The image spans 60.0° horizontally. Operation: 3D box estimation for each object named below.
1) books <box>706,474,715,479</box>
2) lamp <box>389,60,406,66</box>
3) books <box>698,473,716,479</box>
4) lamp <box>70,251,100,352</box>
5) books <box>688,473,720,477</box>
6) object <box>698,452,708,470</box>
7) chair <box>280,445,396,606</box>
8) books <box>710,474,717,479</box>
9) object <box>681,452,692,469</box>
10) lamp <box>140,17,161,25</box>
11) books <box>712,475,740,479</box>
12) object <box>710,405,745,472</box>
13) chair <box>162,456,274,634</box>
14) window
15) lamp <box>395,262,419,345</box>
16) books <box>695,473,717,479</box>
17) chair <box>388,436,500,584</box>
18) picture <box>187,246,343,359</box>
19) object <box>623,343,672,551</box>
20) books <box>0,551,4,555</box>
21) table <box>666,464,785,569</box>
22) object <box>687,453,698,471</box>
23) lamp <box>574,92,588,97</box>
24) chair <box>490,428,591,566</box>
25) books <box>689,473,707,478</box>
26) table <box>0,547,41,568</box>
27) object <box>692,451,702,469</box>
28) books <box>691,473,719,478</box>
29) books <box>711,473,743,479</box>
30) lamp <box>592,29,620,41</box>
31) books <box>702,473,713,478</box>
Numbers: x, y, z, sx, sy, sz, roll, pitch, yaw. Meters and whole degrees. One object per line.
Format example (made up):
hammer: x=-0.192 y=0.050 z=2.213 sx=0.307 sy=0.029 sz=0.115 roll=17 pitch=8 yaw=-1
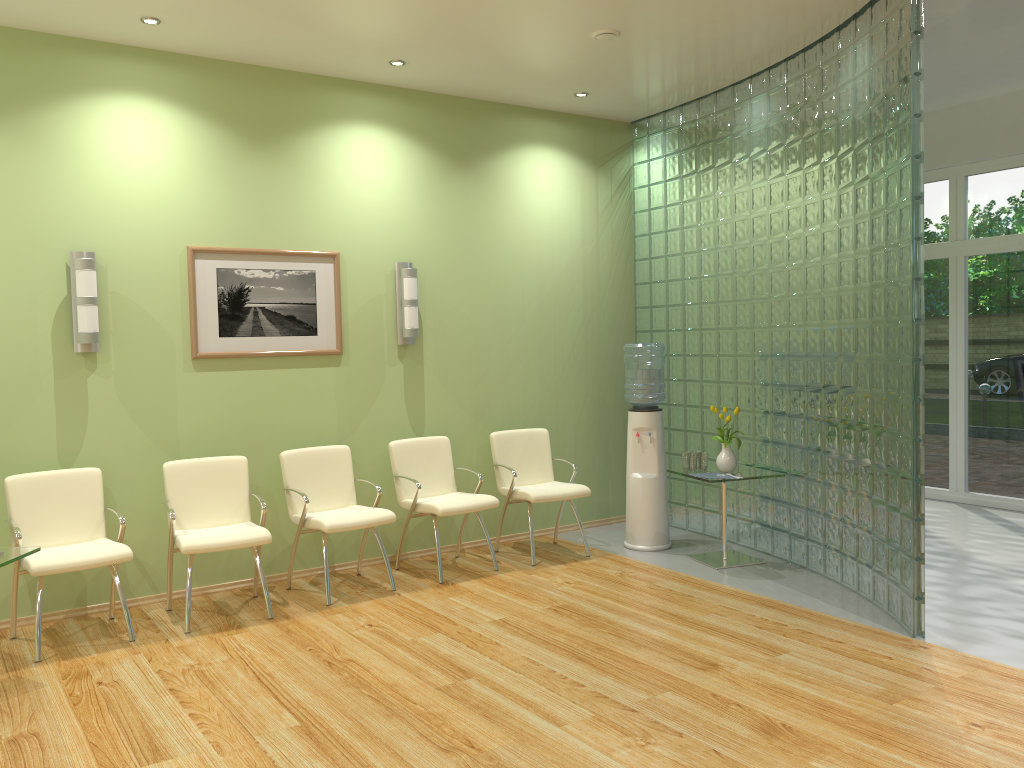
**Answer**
books: x=1.377 y=0.612 z=5.892 sx=0.150 sy=0.004 sz=0.210 roll=0 pitch=3 yaw=21
lamp: x=-0.737 y=-2.060 z=5.699 sx=0.105 sy=0.011 sz=0.105 roll=1 pitch=3 yaw=37
books: x=1.346 y=0.612 z=5.911 sx=0.150 sy=0.004 sz=0.210 roll=1 pitch=4 yaw=41
lamp: x=-2.450 y=-0.474 z=5.101 sx=0.134 sy=0.580 sz=0.142 roll=-3 pitch=3 yaw=-34
books: x=1.312 y=0.610 z=5.974 sx=0.210 sy=0.004 sz=0.150 roll=-2 pitch=3 yaw=-9
object: x=1.339 y=0.541 z=6.206 sx=0.071 sy=0.119 sz=0.072 roll=-3 pitch=3 yaw=-34
chair: x=13.639 y=0.637 z=1.699 sx=31.281 sy=0.986 sz=0.752 roll=-1 pitch=3 yaw=15
books: x=1.395 y=0.612 z=5.887 sx=0.150 sy=0.004 sz=0.210 roll=-1 pitch=3 yaw=11
object: x=1.233 y=0.541 z=6.261 sx=0.071 sy=0.119 sz=0.072 roll=-3 pitch=3 yaw=-34
lamp: x=-1.984 y=-1.990 z=4.868 sx=0.105 sy=0.011 sz=0.105 roll=1 pitch=3 yaw=37
books: x=1.413 y=0.611 z=5.885 sx=0.150 sy=0.004 sz=0.210 roll=-1 pitch=3 yaw=1
object: x=1.472 y=0.373 z=6.077 sx=0.219 sy=0.459 sz=0.201 roll=-2 pitch=3 yaw=-4
chair: x=-1.716 y=0.897 z=5.163 sx=0.536 sy=0.881 sz=0.650 roll=-3 pitch=3 yaw=-29
window: x=5.943 y=-0.343 z=5.023 sx=0.092 sy=3.000 sz=9.401 roll=-3 pitch=3 yaw=-34
lamp: x=-0.731 y=-0.569 z=6.246 sx=0.134 sy=0.580 sz=0.142 roll=-3 pitch=3 yaw=-34
books: x=1.334 y=0.612 z=5.924 sx=0.210 sy=0.004 sz=0.150 roll=-4 pitch=3 yaw=-39
chair: x=13.976 y=0.617 z=1.930 sx=30.806 sy=0.986 sz=0.748 roll=-1 pitch=3 yaw=16
picture: x=-1.576 y=-0.526 z=5.754 sx=1.000 sy=0.700 sz=0.025 roll=-3 pitch=3 yaw=-34
object: x=0.991 y=0.453 z=6.555 sx=0.353 sy=1.506 sz=0.353 roll=-3 pitch=3 yaw=-27
books: x=-2.533 y=0.782 z=4.021 sx=0.230 sy=0.031 sz=0.328 roll=0 pitch=3 yaw=32
table: x=1.466 y=0.909 z=6.116 sx=0.581 sy=0.614 sz=0.581 roll=-2 pitch=3 yaw=-20
object: x=1.258 y=0.544 z=6.181 sx=0.071 sy=0.119 sz=0.072 roll=-3 pitch=3 yaw=-34
lamp: x=0.510 y=-2.129 z=6.530 sx=0.105 sy=0.011 sz=0.105 roll=1 pitch=3 yaw=37
chair: x=0.198 y=0.791 z=6.435 sx=0.536 sy=0.881 sz=0.650 roll=-3 pitch=3 yaw=-29
books: x=1.316 y=0.611 z=5.956 sx=0.210 sy=0.004 sz=0.150 roll=-2 pitch=3 yaw=-19
table: x=-2.622 y=1.112 z=3.910 sx=0.736 sy=0.614 sz=0.736 roll=-1 pitch=3 yaw=1
object: x=1.314 y=0.538 z=6.282 sx=0.071 sy=0.119 sz=0.072 roll=-3 pitch=3 yaw=-34
books: x=1.323 y=0.611 z=5.939 sx=0.210 sy=0.004 sz=0.150 roll=-3 pitch=3 yaw=-29
books: x=1.431 y=0.611 z=5.886 sx=0.150 sy=0.004 sz=0.210 roll=-2 pitch=3 yaw=-9
lamp: x=0.559 y=-2.064 z=5.267 sx=0.167 sy=0.024 sz=0.167 roll=1 pitch=3 yaw=39
books: x=1.361 y=0.612 z=5.900 sx=0.150 sy=0.004 sz=0.210 roll=0 pitch=3 yaw=31
